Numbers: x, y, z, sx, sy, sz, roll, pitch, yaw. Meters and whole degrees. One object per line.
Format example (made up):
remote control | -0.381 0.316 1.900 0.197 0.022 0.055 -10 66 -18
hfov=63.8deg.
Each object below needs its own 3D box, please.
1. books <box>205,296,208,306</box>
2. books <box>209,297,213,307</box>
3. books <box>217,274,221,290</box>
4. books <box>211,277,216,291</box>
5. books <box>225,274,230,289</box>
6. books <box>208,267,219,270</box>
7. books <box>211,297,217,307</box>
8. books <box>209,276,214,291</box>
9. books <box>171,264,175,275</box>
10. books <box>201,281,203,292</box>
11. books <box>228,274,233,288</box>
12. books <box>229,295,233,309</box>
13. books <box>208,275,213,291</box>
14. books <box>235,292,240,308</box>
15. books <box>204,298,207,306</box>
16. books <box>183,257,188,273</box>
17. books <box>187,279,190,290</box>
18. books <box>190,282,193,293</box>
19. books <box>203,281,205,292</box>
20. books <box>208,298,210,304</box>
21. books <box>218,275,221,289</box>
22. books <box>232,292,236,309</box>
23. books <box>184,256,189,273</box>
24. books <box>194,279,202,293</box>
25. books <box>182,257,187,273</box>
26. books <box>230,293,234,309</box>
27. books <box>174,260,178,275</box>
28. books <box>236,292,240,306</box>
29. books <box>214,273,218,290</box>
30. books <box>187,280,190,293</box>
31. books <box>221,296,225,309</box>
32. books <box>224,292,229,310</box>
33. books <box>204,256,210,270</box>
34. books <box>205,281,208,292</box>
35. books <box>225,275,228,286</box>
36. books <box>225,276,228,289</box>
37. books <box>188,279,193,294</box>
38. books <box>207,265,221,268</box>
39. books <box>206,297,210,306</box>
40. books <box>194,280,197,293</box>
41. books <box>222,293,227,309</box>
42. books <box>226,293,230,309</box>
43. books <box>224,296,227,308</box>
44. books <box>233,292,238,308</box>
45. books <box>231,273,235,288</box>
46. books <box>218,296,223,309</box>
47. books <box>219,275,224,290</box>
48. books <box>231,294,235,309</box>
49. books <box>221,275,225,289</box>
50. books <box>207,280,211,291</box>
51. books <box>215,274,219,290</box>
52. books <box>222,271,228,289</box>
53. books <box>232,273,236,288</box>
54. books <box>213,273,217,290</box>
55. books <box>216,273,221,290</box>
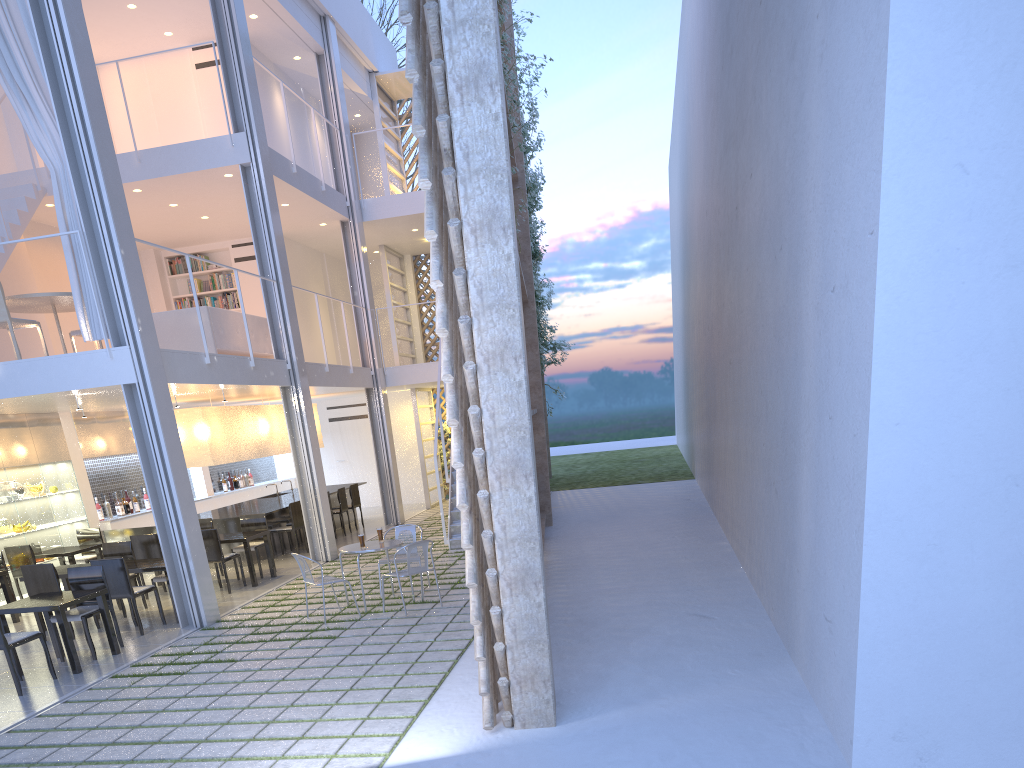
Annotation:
books | -2.774 -0.726 7.546 0.015 0.153 0.081 -2 14 9
books | -2.740 -0.723 7.539 0.007 0.138 0.087 -2 13 9
books | -2.638 -0.919 7.463 0.008 0.145 0.087 -2 13 9
books | -3.136 -0.087 6.210 0.030 1.784 3.306 1 5 19
books | -3.069 -0.110 6.166 0.037 1.760 3.386 2 5 21
books | -2.690 -1.036 7.440 0.095 0.022 0.059 -6 1 10
books | -2.724 -0.725 7.548 0.021 0.141 0.064 -2 15 9
books | -3.141 -0.104 6.164 0.123 1.755 3.380 1 5 18
books | -3.071 -1.033 7.499 0.021 0.106 0.057 -2 14 9
books | -2.816 -0.881 7.517 0.040 0.109 0.057 -3 14 9
books | -3.050 -0.117 6.178 0.045 1.750 3.356 2 5 21
books | -2.543 -0.741 7.509 0.018 0.130 0.078 -2 13 9
books | -2.728 -0.913 7.485 0.015 0.153 0.071 -2 15 9
books | -2.488 -0.759 7.495 0.011 0.156 0.078 -2 14 9
books | -2.784 -0.715 7.548 0.006 0.133 0.087 -2 12 9
books | -2.939 -1.072 7.457 0.025 0.156 0.076 -2 14 9
books | -3.251 -0.083 6.209 0.040 1.782 3.300 -1 4 13
books | -3.231 -0.081 6.193 0.039 1.779 3.348 0 4 15
books | -2.795 -0.884 7.511 0.040 0.109 0.057 -3 14 9
books | -2.747 -0.718 7.544 0.006 0.130 0.082 -2 13 9
books | -3.114 -0.094 6.199 0.025 1.793 3.330 2 5 20
books | -2.516 -0.756 7.498 0.009 0.157 0.082 -2 14 9
books | -2.930 -1.073 7.456 0.025 0.156 0.076 -2 14 9
books | -3.226 -0.079 6.210 0.030 1.785 3.322 0 4 16
books | -2.948 -1.071 7.459 0.025 0.156 0.076 -2 14 9
books | -2.530 -0.749 7.500 0.008 0.145 0.087 -2 13 9
books | -3.030 -1.054 7.483 0.021 0.141 0.064 -2 15 9
books | -2.473 -0.760 7.493 0.020 0.156 0.076 -2 14 9
books | -3.106 -0.103 6.203 0.023 1.810 3.298 1 5 18
books | -3.266 -0.085 6.209 0.080 1.753 3.320 -1 4 13
books | -2.624 -0.734 7.521 0.015 0.136 0.081 -2 13 9
books | -2.589 -0.752 7.513 0.011 0.165 0.075 -2 15 9
books | -2.746 -1.085 7.431 0.006 0.139 0.065 -2 15 9
books | -2.774 -0.886 7.509 0.040 0.109 0.057 -3 14 9
books | -3.080 -0.097 6.192 0.024 1.794 3.326 2 5 21
books | -2.572 -0.918 7.461 0.006 0.129 0.074 -2 13 9
books | -3.228 -0.098 6.213 0.027 1.744 3.293 -1 4 14
books | -2.690 -1.059 7.428 0.095 0.022 0.059 -6 1 15
books | -2.759 -0.721 7.543 0.015 0.138 0.087 -2 13 9
books | -3.220 -0.100 6.195 0.037 1.749 3.330 0 4 15
books | -2.610 -0.749 7.515 0.015 0.164 0.079 -2 14 9
books | -2.575 -0.748 7.514 0.015 0.153 0.071 -2 15 9
books | -2.597 -0.734 7.521 0.006 0.129 0.074 -2 13 9
books | -2.499 -0.756 7.496 0.010 0.152 0.081 -2 14 9
books | -3.046 -0.102 6.172 0.037 1.788 3.380 2 6 22
books | -2.642 -0.731 7.524 0.021 0.133 0.084 -2 13 9
books | -3.077 -0.110 6.170 0.034 1.756 3.360 1 5 19
books | -2.523 -0.747 7.500 0.005 0.138 0.087 -2 13 9
books | -3.079 -0.129 6.171 0.029 1.722 3.350 1 5 20
books | -2.752 -0.888 7.504 0.040 0.109 0.057 -3 14 9
books | -3.113 -0.100 6.205 0.023 1.806 3.306 1 5 19
books | -3.091 -0.109 6.186 0.030 1.819 3.349 2 5 21
books | -3.026 -0.115 6.166 0.038 1.759 3.379 2 5 22
books | -2.680 -0.924 7.473 0.011 0.165 0.075 -2 15 9
books | -3.102 -0.103 6.203 0.023 1.811 3.303 1 5 19
